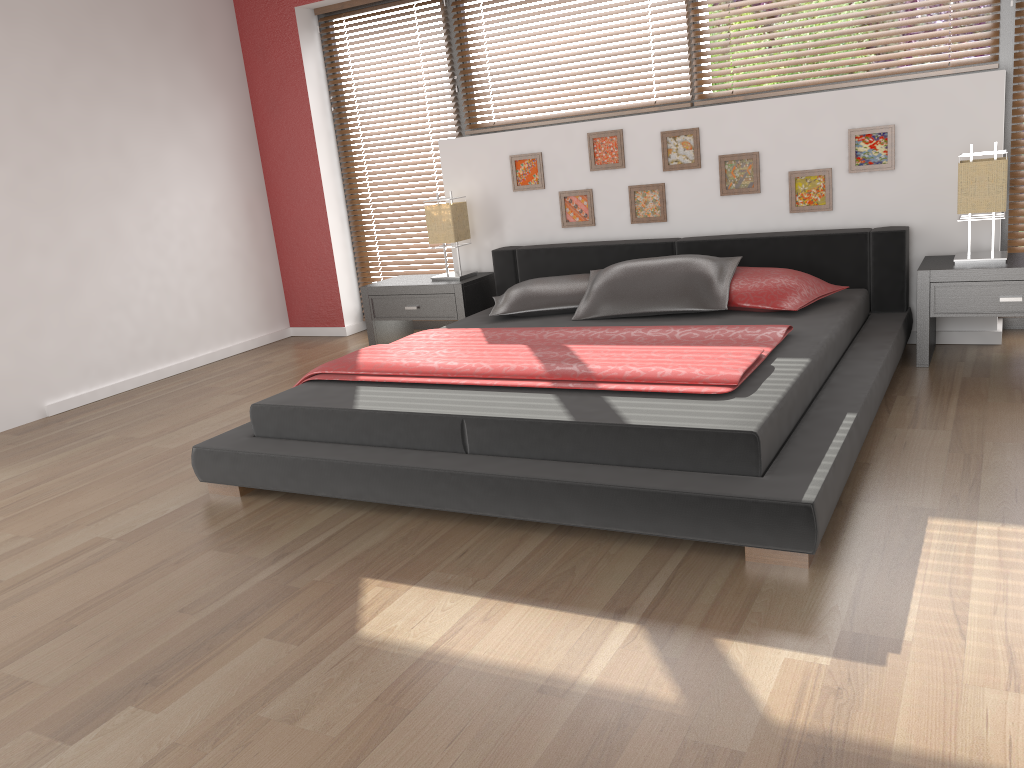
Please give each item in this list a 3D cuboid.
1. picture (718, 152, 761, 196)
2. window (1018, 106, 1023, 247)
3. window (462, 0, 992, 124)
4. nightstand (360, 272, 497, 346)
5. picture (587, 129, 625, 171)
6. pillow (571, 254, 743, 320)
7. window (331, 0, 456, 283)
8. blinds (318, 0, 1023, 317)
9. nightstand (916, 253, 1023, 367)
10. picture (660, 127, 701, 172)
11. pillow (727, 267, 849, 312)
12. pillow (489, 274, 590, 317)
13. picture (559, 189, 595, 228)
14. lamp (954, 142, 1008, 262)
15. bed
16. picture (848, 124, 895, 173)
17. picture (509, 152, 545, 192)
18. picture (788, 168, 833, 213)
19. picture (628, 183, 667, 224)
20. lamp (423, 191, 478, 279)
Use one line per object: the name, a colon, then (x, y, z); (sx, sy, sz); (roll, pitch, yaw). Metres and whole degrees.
picture: (1.132, -1.045, 4.415); (0.200, 0.200, 0.010); (2, 17, 29)
window: (2.715, -1.327, 3.848); (0.889, 1.893, 0.020); (2, 17, 29)
window: (0.954, -1.907, 4.658); (2.817, 0.786, 0.020); (2, 17, 29)
nightstand: (-0.469, -0.408, 5.238); (0.700, 0.423, 0.413); (2, 17, 29)
picture: (0.500, -1.240, 4.710); (0.200, 0.200, 0.010); (2, 17, 29)
pillow: (0.653, -0.456, 4.082); (0.744, 0.241, 0.386); (1, 16, 25)
window: (-0.693, -1.444, 5.744); (0.889, 1.893, 0.020); (2, 17, 29)
blinds: (0.981, -1.332, 4.749); (4.840, 1.952, 0.032); (2, 17, 29)
nightstand: (2.131, -0.319, 3.791); (0.700, 0.423, 0.413); (2, 17, 29)
picture: (0.860, -1.194, 4.521); (0.200, 0.200, 0.010); (2, 17, 29)
pillow: (1.074, -0.432, 4.018); (0.418, 0.172, 0.745); (-19, 19, -39)
pillow: (0.252, -0.445, 4.416); (0.745, 0.172, 0.418); (-5, 15, 5)
picture: (0.357, -0.965, 4.881); (0.200, 0.200, 0.010); (2, 17, 29)
lamp: (1.997, -0.777, 3.767); (0.200, 0.480, 0.200); (2, 17, 29)
bed: (0.223, -0.169, 3.728); (2.469, 0.577, 2.413); (2, 17, 29)
picture: (1.662, -1.085, 4.101); (0.200, 0.200, 0.010); (2, 17, 29)
picture: (0.085, -1.186, 4.963); (0.200, 0.200, 0.010); (2, 17, 29)
picture: (1.440, -0.931, 4.278); (0.200, 0.200, 0.010); (2, 17, 29)
picture: (0.716, -0.952, 4.682); (0.200, 0.200, 0.010); (2, 17, 29)
lamp: (-0.360, -0.858, 5.078); (0.200, 0.480, 0.200); (2, 17, 29)
